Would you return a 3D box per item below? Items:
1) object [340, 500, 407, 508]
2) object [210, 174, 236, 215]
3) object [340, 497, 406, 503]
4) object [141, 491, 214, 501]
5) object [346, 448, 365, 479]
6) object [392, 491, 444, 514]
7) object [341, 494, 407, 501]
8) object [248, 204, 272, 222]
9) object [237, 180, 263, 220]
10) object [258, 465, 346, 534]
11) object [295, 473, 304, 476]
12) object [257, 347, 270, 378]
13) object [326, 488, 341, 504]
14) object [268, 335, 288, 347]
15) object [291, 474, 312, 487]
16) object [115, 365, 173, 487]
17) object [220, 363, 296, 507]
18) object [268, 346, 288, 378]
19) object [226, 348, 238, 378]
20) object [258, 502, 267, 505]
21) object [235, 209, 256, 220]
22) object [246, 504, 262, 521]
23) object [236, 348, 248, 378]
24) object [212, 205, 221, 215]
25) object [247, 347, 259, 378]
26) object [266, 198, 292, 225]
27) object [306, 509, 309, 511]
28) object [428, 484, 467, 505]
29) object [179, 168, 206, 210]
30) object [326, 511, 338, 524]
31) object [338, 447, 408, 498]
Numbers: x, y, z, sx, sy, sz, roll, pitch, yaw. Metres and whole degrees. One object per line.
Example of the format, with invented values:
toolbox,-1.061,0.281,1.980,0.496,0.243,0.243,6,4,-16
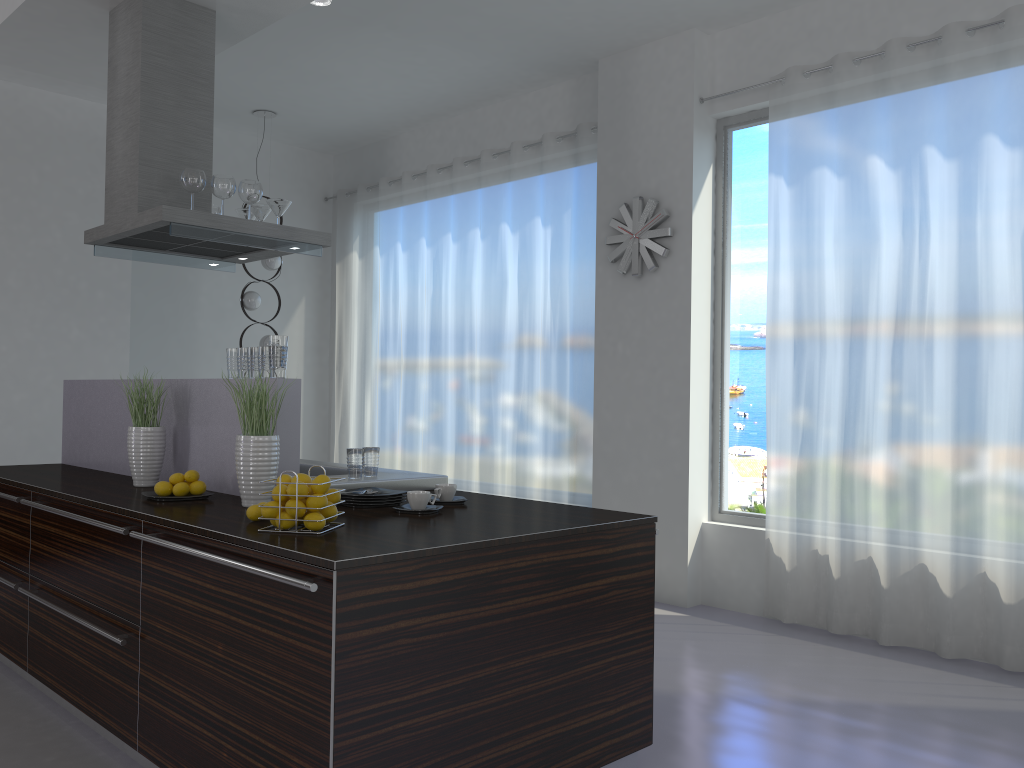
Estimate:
object,-0.512,0.422,3.171,0.232,0.020,0.232,2,-1,-36
object,-1.438,-0.922,4.412,0.125,0.221,0.125,1,-1,-20
object,-0.512,0.412,3.171,0.232,0.020,0.232,2,-1,-36
object,-1.227,0.410,3.257,0.232,0.020,0.232,2,-1,-36
object,-0.629,0.319,3.556,0.072,0.119,0.071,0,-1,45
object,-0.317,0.399,2.992,0.153,0.069,0.153,1,-1,19
object,-0.512,0.402,3.171,0.232,0.020,0.232,2,-1,-41
object,-1.383,-0.891,4.877,0.137,0.174,0.137,1,-1,10
object,-1.334,-0.919,4.516,0.125,0.221,0.125,1,-1,-20
object,-0.608,0.331,2.582,0.189,0.174,0.207,1,-1,10
object,-0.633,0.297,2.655,0.052,0.060,0.057,0,-1,33
object,-0.924,-0.080,3.341,0.071,0.119,0.072,1,-1,-5
object,-0.540,0.339,2.638,0.060,0.055,0.053,1,-1,-2
object,-0.866,-0.118,3.285,0.071,0.119,0.072,1,-1,-5
object,-0.615,0.289,2.590,0.063,0.053,0.051,2,-1,-43
object,-1.534,0.170,3.661,0.247,0.502,0.269,2,-1,-45
object,-0.887,0.171,3.049,0.269,0.502,0.247,1,-1,-2
object,-0.867,-0.080,3.284,0.071,0.119,0.072,1,-1,-5
object,-1.095,-0.080,3.513,0.072,0.119,0.071,1,-1,5
object,-0.775,0.394,2.768,0.053,0.051,0.063,1,-1,14
object,-1.496,-0.890,5.013,0.137,0.174,0.137,1,-1,10
object,-0.781,0.393,2.705,0.053,0.051,0.063,2,-1,-41
object,-1.038,-0.080,3.456,0.071,0.119,0.072,1,-1,-5
object,-1.743,-0.916,5.115,0.125,0.221,0.125,1,-1,-20
object,-0.981,-0.080,3.398,0.071,0.119,0.072,1,-1,-5
object,-1.249,-0.891,4.743,0.137,0.174,0.137,1,-1,10
object,-0.609,0.390,2.646,0.053,0.053,0.061,1,-1,-2
object,-0.242,0.404,3.254,0.153,0.069,0.153,1,-1,-11
object,-1.549,-0.926,4.300,0.125,0.221,0.125,1,-1,-20
object,-0.549,0.389,2.643,0.061,0.053,0.053,1,-1,0
object,-0.575,0.330,3.349,0.269,0.147,0.646,1,-1,-20
